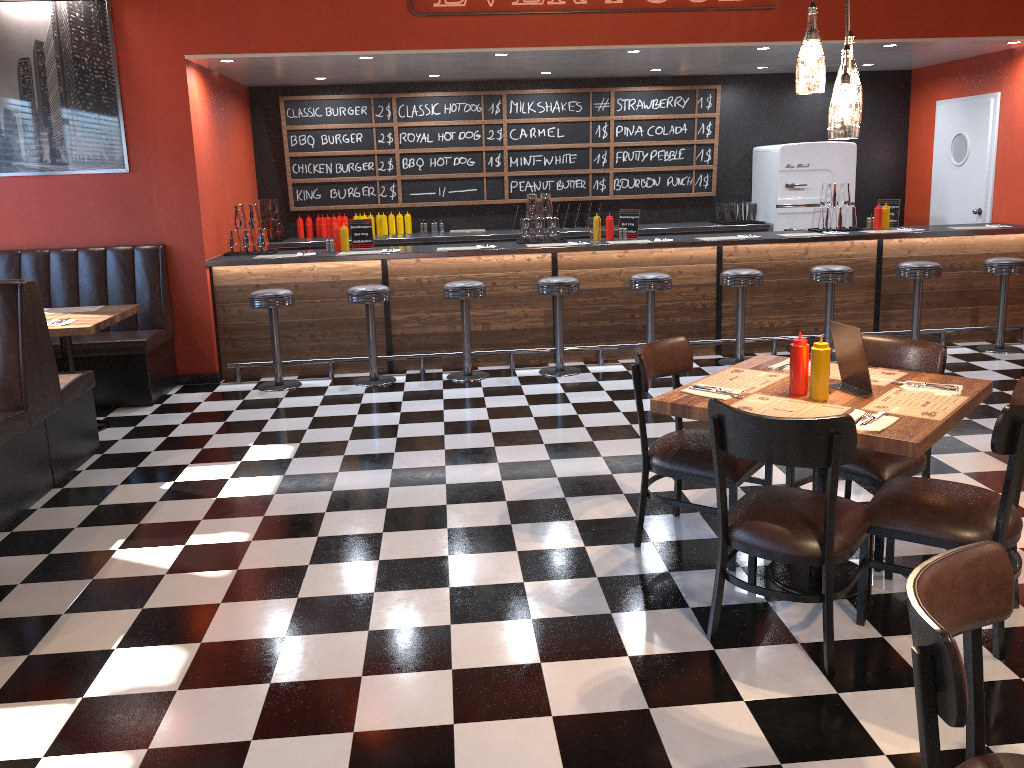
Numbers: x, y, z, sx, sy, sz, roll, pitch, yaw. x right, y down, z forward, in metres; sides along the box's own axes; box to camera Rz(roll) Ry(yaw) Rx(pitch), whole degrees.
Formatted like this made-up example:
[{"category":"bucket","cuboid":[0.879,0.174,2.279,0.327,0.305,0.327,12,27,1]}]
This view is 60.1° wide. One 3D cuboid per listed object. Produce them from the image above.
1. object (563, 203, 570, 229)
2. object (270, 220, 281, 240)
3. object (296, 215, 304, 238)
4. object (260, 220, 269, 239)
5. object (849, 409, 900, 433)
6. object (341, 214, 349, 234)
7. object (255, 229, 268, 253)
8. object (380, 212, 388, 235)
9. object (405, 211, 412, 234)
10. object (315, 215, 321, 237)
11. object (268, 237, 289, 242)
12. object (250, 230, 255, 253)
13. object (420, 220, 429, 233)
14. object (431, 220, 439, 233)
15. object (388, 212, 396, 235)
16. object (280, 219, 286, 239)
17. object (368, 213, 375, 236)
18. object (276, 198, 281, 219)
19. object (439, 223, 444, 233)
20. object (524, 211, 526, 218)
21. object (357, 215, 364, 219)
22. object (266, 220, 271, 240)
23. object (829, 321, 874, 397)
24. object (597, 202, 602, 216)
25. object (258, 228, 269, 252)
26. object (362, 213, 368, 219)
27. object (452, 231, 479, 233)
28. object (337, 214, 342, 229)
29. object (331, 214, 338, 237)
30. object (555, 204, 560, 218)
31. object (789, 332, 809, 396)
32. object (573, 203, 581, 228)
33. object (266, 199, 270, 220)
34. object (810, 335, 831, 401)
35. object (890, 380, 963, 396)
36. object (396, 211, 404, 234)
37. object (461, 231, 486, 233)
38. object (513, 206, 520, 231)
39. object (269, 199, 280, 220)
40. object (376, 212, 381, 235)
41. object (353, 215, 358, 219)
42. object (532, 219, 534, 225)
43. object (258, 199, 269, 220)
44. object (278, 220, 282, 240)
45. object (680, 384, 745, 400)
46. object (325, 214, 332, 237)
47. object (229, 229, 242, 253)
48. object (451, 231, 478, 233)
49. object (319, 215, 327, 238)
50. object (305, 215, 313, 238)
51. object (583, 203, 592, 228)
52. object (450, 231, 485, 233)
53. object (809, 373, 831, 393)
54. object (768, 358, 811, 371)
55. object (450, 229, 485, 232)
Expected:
[{"category":"object","cuboid":[0.581,-1.790,9.434,0.072,0.255,0.190,-1,12,5]},{"category":"object","cuboid":[-2.402,-1.554,8.968,0.105,0.207,0.106,-6,12,-19]},{"category":"object","cuboid":[-2.207,-1.639,9.234,0.068,0.236,0.068,-8,13,-27]},{"category":"object","cuboid":[-2.518,-1.546,8.948,0.105,0.207,0.106,-6,12,-19]},{"category":"object","cuboid":[1.193,0.115,2.967,0.158,0.019,0.256,10,18,40]},{"category":"object","cuboid":[-1.745,-1.662,9.265,0.068,0.236,0.068,-2,11,-2]},{"category":"object","cuboid":[-2.125,-1.208,7.507,0.105,0.207,0.106,-6,12,-19]},{"category":"object","cuboid":[-1.343,-1.681,9.288,0.068,0.236,0.068,-8,13,-27]},{"category":"object","cuboid":[-1.096,-1.704,9.350,0.068,0.236,0.068,-2,11,-2]},{"category":"object","cuboid":[-2.024,-1.660,9.294,0.068,0.236,0.068,-2,11,-2]},{"category":"object","cuboid":[-2.456,-1.480,9.076,0.273,0.018,0.441,-3,14,-4]},{"category":"object","cuboid":[-2.264,-1.229,7.611,0.105,0.207,0.106,-6,12,-19]},{"category":"object","cuboid":[-0.933,-1.661,9.368,0.094,0.135,0.047,5,14,30]},{"category":"object","cuboid":[-0.822,-1.669,9.384,0.047,0.135,0.094,8,15,39]},{"category":"object","cuboid":[-1.265,-1.693,9.327,0.068,0.236,0.068,-3,12,-6]},{"category":"object","cuboid":[-2.410,-1.610,9.197,0.105,0.207,0.106,-6,12,-19]},{"category":"object","cuboid":[-1.476,-1.678,9.294,0.068,0.236,0.068,-3,12,-6]},{"category":"object","cuboid":[-2.432,-1.798,9.096,0.105,0.207,0.106,-6,12,-19]},{"category":"object","cuboid":[-0.743,-1.663,9.350,0.047,0.135,0.094,-4,12,-9]},{"category":"object","cuboid":[0.135,-1.767,9.398,0.073,0.258,0.194,-2,12,-2]},{"category":"object","cuboid":[-1.575,-1.659,9.228,0.068,0.236,0.068,-8,13,-27]},{"category":"object","cuboid":[-2.520,-1.575,9.068,0.105,0.207,0.106,-6,12,-19]},{"category":"object","cuboid":[1.277,-0.101,3.340,0.072,0.255,0.190,-5,12,-14]},{"category":"object","cuboid":[0.916,-1.808,9.460,0.072,0.255,0.190,-2,12,1]},{"category":"object","cuboid":[-2.146,-1.235,7.621,0.105,0.207,0.106,-6,12,-19]},{"category":"object","cuboid":[-1.545,-1.683,9.323,0.068,0.236,0.068,-2,11,-2]},{"category":"object","cuboid":[-0.470,-1.617,9.366,0.365,0.001,0.263,-4,14,-7]},{"category":"object","cuboid":[-1.811,-1.675,9.328,0.068,0.236,0.068,-2,12,-3]},{"category":"object","cuboid":[-1.854,-1.652,9.240,0.068,0.236,0.068,-2,11,-2]},{"category":"object","cuboid":[0.468,-1.784,9.425,0.070,0.256,0.190,-2,12,-1]},{"category":"object","cuboid":[1.076,-0.079,3.317,0.068,0.236,0.068,7,15,38]},{"category":"object","cuboid":[0.693,-1.796,9.443,0.072,0.255,0.190,-2,12,1]},{"category":"object","cuboid":[-2.522,-1.792,9.085,0.105,0.207,0.106,-6,12,-19]},{"category":"object","cuboid":[1.127,-0.062,3.240,0.068,0.236,0.068,0,12,10]},{"category":"object","cuboid":[1.564,0.007,3.358,0.255,0.019,0.158,8,17,34]},{"category":"object","cuboid":[-1.181,-1.700,9.343,0.068,0.236,0.068,-2,12,-3]},{"category":"object","cuboid":[-0.470,-1.613,9.367,0.365,0.001,0.263,-3,14,-5]},{"category":"object","cuboid":[0.042,-1.763,9.397,0.070,0.256,0.191,-1,12,3]},{"category":"object","cuboid":[-2.413,-1.771,8.983,0.105,0.207,0.106,-6,12,-19]},{"category":"object","cuboid":[-1.400,-1.693,9.345,0.068,0.236,0.068,-8,13,-27]},{"category":"object","cuboid":[-1.631,-1.675,9.301,0.068,0.236,0.068,-8,13,-27]},{"category":"object","cuboid":[0.246,-1.773,9.408,0.072,0.255,0.190,-4,12,-9]},{"category":"object","cuboid":[-2.524,-1.764,8.969,0.105,0.207,0.106,-6,12,-19]},{"category":"object","cuboid":[-2.412,-1.582,9.084,0.105,0.207,0.106,-6,12,-19]},{"category":"object","cuboid":[0.786,0.027,3.386,0.256,0.019,0.158,11,19,43]},{"category":"object","cuboid":[-1.928,-1.664,9.298,0.068,0.236,0.068,-2,11,-2]},{"category":"object","cuboid":[-2.380,-1.226,7.614,0.105,0.207,0.106,-6,12,-19]},{"category":"object","cuboid":[-0.470,-1.618,9.366,0.365,0.001,0.263,-3,14,-5]},{"category":"object","cuboid":[-1.965,-1.642,9.215,0.068,0.236,0.068,-8,13,-27]},{"category":"object","cuboid":[-2.116,-1.645,9.246,0.068,0.236,0.068,1,12,12]},{"category":"object","cuboid":[0.805,-1.802,9.451,0.074,0.255,0.191,-2,12,-2]},{"category":"object","cuboid":[-0.470,-1.616,9.366,0.365,0.001,0.263,-2,14,-1]},{"category":"object","cuboid":[1.169,-0.039,3.358,0.047,0.135,0.094,-5,12,-14]},{"category":"object","cuboid":[1.198,-0.082,3.775,0.158,0.019,0.256,11,18,42]},{"category":"object","cuboid":[-0.470,-1.623,9.365,0.365,0.001,0.263,-3,14,-3]}]
